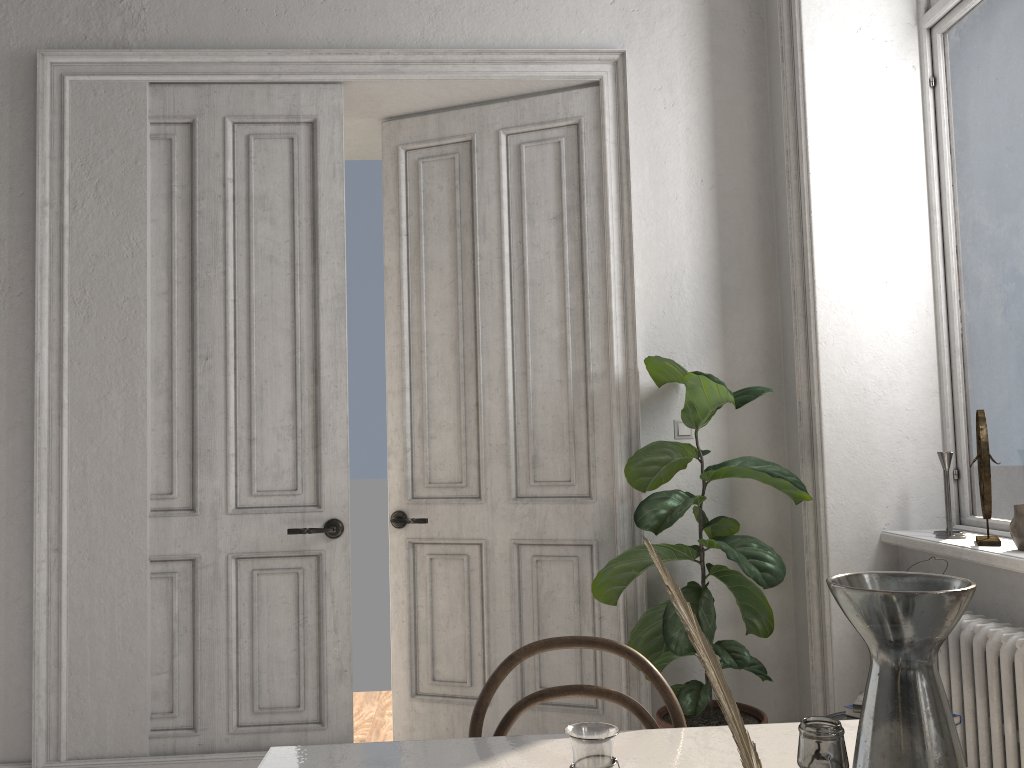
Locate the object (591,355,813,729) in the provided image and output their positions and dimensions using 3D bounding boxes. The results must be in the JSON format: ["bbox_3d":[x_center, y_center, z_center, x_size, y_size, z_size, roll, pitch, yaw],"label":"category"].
[{"bbox_3d":[0.607,0.395,0.692,0.792,1.841,5.830,-2,-4,2],"label":"object"}]

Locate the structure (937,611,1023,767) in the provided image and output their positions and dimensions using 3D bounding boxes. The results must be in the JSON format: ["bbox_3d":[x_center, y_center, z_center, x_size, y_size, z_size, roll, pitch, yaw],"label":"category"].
[{"bbox_3d":[1.389,-0.943,0.697,0.340,4.471,5.185,-1,-4,-3],"label":"structure"}]

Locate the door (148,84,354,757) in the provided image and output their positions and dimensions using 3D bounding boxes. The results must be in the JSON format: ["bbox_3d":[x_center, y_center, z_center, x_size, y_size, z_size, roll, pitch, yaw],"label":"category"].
[{"bbox_3d":[-1.210,0.171,3.582,1.097,2.812,0.216,-1,-4,-2],"label":"door"}]

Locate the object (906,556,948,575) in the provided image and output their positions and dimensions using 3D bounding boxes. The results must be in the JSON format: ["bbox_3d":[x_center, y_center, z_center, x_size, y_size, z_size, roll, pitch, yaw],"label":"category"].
[{"bbox_3d":[1.040,0.637,2.319,0.154,0.383,0.163,1,-4,-30],"label":"object"}]

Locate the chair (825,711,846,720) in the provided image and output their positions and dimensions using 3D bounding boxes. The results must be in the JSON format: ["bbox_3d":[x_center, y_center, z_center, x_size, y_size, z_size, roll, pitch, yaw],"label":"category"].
[{"bbox_3d":[0.987,1.166,2.321,0.360,0.522,0.364,1,-4,-30],"label":"chair"}]

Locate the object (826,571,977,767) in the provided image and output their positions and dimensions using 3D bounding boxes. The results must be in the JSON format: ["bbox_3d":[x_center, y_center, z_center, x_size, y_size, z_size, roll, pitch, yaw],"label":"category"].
[{"bbox_3d":[0.330,0.356,0.732,0.116,0.382,0.116,-2,-4,8],"label":"object"}]

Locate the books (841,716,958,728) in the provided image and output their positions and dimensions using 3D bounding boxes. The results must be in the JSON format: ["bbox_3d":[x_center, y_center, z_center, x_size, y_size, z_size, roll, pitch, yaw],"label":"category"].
[{"bbox_3d":[1.013,0.890,2.324,0.246,0.034,0.194,-5,-5,37],"label":"books"}]

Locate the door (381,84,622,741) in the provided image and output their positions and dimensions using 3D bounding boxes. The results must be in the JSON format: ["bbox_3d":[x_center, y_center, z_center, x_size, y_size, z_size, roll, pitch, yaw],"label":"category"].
[{"bbox_3d":[-0.059,0.157,3.817,1.097,2.812,0.216,-3,-4,21],"label":"door"}]

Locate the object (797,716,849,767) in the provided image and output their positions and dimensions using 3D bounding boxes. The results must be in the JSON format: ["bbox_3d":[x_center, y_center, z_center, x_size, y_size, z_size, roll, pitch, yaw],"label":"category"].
[{"bbox_3d":[0.225,0.392,0.625,0.086,0.301,0.086,0,-4,-18],"label":"object"}]

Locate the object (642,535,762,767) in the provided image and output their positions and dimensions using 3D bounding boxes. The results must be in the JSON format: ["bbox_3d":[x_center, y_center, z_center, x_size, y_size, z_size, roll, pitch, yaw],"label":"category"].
[{"bbox_3d":[0.145,0.309,0.454,0.157,0.446,0.157,-3,-4,15],"label":"object"}]

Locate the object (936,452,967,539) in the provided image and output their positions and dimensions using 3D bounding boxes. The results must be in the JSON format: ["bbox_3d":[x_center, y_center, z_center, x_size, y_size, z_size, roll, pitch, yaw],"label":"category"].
[{"bbox_3d":[1.480,0.376,3.006,0.095,0.288,0.095,-3,-4,19],"label":"object"}]

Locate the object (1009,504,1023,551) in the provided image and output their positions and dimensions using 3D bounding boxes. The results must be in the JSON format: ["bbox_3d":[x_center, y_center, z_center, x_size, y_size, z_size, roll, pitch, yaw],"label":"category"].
[{"bbox_3d":[1.520,0.419,2.621,0.102,0.142,0.100,1,-4,-29],"label":"object"}]

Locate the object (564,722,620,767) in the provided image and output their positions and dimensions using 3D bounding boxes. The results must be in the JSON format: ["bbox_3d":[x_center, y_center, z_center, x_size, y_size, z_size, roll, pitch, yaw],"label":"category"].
[{"bbox_3d":[0.083,0.456,0.881,0.132,0.219,0.132,-1,-4,-14],"label":"object"}]

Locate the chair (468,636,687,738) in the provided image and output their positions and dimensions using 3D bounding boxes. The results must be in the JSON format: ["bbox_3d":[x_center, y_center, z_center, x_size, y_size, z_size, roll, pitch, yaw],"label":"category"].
[{"bbox_3d":[0.123,0.927,1.423,0.438,0.920,0.549,-2,-4,5],"label":"chair"}]

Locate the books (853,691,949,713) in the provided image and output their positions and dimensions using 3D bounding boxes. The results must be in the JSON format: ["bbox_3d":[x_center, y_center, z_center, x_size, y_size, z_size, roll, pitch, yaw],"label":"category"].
[{"bbox_3d":[1.017,0.841,2.314,0.221,0.027,0.147,-4,-5,29],"label":"books"}]

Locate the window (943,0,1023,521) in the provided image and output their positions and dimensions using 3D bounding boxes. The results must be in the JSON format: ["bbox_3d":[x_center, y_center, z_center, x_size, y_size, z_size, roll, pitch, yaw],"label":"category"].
[{"bbox_3d":[1.687,-0.994,2.512,0.013,2.841,1.623,-1,-4,-3],"label":"window"}]

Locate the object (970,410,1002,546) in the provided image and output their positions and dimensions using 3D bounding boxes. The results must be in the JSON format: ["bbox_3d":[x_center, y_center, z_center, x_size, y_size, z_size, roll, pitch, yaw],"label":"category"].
[{"bbox_3d":[1.509,0.293,2.822,0.087,0.425,0.347,-4,-4,29],"label":"object"}]

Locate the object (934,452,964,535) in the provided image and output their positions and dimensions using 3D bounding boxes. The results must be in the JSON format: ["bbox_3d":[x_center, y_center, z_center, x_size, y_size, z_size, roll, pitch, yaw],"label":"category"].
[{"bbox_3d":[1.530,0.384,3.126,0.095,0.288,0.095,-4,-4,28],"label":"object"}]

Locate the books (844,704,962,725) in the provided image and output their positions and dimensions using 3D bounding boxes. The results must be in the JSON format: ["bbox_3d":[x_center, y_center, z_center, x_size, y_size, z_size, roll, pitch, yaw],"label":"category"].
[{"bbox_3d":[1.016,0.863,2.315,0.163,0.029,0.232,1,-5,-32],"label":"books"}]

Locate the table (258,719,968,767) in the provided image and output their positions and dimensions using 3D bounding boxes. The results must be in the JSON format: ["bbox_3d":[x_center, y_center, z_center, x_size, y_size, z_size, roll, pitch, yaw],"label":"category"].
[{"bbox_3d":[0.205,0.921,0.448,1.100,0.779,2.201,-1,-4,-3],"label":"table"}]
